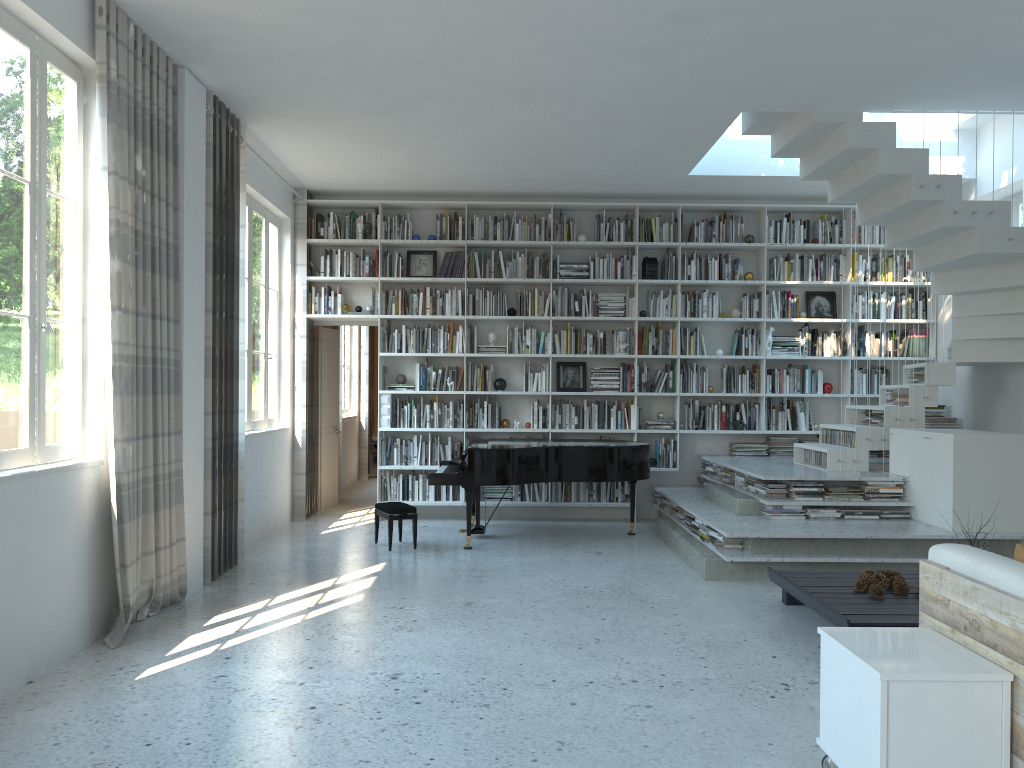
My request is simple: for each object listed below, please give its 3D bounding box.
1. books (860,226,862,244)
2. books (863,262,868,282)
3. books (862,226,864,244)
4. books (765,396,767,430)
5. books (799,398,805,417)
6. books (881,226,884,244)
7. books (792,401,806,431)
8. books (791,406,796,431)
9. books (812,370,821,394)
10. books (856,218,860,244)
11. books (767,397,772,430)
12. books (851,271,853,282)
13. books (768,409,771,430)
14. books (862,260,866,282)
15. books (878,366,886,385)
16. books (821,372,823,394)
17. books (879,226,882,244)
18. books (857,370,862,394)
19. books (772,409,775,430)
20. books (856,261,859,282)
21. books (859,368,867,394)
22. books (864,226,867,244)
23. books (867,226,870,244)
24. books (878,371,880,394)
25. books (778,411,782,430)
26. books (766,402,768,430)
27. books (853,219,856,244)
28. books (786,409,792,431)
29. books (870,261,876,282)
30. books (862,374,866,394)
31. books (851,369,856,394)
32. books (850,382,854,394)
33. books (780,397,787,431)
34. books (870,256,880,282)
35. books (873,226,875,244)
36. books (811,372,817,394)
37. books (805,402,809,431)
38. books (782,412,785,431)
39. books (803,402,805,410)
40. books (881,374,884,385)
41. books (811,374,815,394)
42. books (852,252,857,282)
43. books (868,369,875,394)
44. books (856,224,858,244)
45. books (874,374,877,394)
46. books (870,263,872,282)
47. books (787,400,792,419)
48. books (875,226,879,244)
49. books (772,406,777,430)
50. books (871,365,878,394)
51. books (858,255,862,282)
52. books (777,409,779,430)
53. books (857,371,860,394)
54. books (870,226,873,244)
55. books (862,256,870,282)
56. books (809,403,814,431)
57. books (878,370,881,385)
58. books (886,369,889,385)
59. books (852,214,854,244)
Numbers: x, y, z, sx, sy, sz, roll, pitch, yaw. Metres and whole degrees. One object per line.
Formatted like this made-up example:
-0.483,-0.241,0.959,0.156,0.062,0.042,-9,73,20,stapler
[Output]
3.459,-1.501,8.869,0.012,0.269,0.184,0,0,-1,books
3.493,-1.097,8.801,0.024,0.193,0.190,0,0,-1,books
3.475,-1.481,8.873,0.022,0.229,0.175,0,0,-1,books
2.526,0.293,8.890,0.014,0.337,0.132,0,0,-1,books
2.914,0.302,8.906,0.012,0.326,0.136,0,0,-1,books
3.688,-1.483,8.889,0.025,0.237,0.143,0,0,-1,books
2.855,0.319,8.848,0.075,0.291,0.255,0,0,-1,books
2.802,0.344,8.890,0.031,0.239,0.171,0,0,-1,books
3.050,-0.018,8.888,0.025,0.235,0.181,0,0,-1,books
3.446,-1.510,8.882,0.013,0.286,0.150,0,0,-1,books
2.587,0.299,8.904,0.013,0.327,0.130,0,0,-1,books
3.355,-1.148,8.826,0.036,0.294,0.135,0,0,-1,books
2.564,0.356,8.905,0.033,0.213,0.140,0,0,-1,books
3.457,-1.112,8.806,0.049,0.224,0.161,0,0,-1,books
3.710,-0.037,8.895,0.011,0.284,0.161,0,0,-1,books
3.075,-0.011,8.890,0.027,0.223,0.170,0,0,-1,books
3.662,-1.490,8.897,0.027,0.250,0.154,0,0,-1,books
3.472,-0.018,8.893,0.022,0.242,0.151,0,0,-1,books
2.605,0.356,8.894,0.023,0.214,0.163,0,0,-1,books
3.395,-1.103,8.803,0.024,0.205,0.165,0,0,-1,books
3.524,-0.030,8.907,0.024,0.267,0.133,0,0,-1,books
3.511,-1.488,8.881,0.023,0.244,0.182,0,0,-1,books
3.540,-1.519,8.882,0.012,0.306,0.184,0,0,-1,books
3.650,-0.010,8.898,0.014,0.230,0.172,0,0,-1,books
2.671,0.369,8.896,0.030,0.188,0.140,0,0,-1,books
2.541,0.319,8.893,0.015,0.287,0.138,0,0,-1,books
3.403,-1.505,8.885,0.022,0.275,0.160,0,0,-1,books
2.751,0.355,8.886,0.052,0.217,0.184,0,0,-1,books
3.579,-1.105,8.824,0.025,0.211,0.134,0,0,-1,books
3.498,0.003,8.888,0.029,0.201,0.172,0,0,-1,books
3.413,-0.023,8.884,0.024,0.252,0.175,0,0,-1,books
3.358,-0.035,8.898,0.085,0.278,0.159,0,0,-1,books
2.718,0.297,8.886,0.014,0.333,0.168,0,0,-1,books
3.603,-1.126,8.805,0.023,0.254,0.189,0,0,-1,books
3.598,-1.495,8.888,0.022,0.259,0.163,0,0,-1,books
3.019,-0.009,8.897,0.037,0.218,0.139,0,0,-1,books
2.933,0.321,8.884,0.025,0.287,0.160,0,0,-1,books
2.698,0.371,8.889,0.024,0.185,0.149,0,0,-1,books
2.902,0.323,8.900,0.012,0.285,0.159,0,0,-1,books
3.694,0.002,8.887,0.021,0.205,0.174,0,0,-1,books
2.985,-0.001,8.881,0.030,0.201,0.189,0,0,-1,books
3.378,-1.148,8.802,0.010,0.294,0.183,0,0,-1,books
3.575,-0.020,8.875,0.027,0.248,0.184,0,0,-1,books
3.426,-1.478,8.896,0.025,0.223,0.136,0,0,-1,books
3.616,0.004,8.903,0.027,0.201,0.164,0,0,-1,books
3.547,-1.098,8.857,0.038,0.199,0.170,0,0,-1,books
2.782,0.312,8.908,0.010,0.304,0.131,0,0,-1,books
3.623,-1.498,8.889,0.029,0.264,0.179,0,0,-1,books
2.624,0.341,8.883,0.015,0.243,0.156,0,0,-1,books
3.637,-0.044,8.903,0.013,0.297,0.141,0,0,-1,books
3.420,-1.132,8.794,0.026,0.263,0.189,0,0,-1,books
2.643,0.358,8.895,0.025,0.210,0.137,0,0,-1,books
3.443,-0.015,8.892,0.037,0.236,0.153,0,0,-1,books
3.573,-1.504,8.892,0.027,0.275,0.148,0,0,-1,books
3.517,-1.131,8.816,0.023,0.263,0.158,0,0,-1,books
2.977,0.329,8.894,0.062,0.274,0.148,0,0,-1,books
3.670,-0.016,8.914,0.027,0.242,0.131,0,0,-1,books
3.744,-0.021,8.907,0.012,0.254,0.161,0,0,-1,books
3.377,-1.524,8.871,0.011,0.313,0.172,0,0,-1,books
